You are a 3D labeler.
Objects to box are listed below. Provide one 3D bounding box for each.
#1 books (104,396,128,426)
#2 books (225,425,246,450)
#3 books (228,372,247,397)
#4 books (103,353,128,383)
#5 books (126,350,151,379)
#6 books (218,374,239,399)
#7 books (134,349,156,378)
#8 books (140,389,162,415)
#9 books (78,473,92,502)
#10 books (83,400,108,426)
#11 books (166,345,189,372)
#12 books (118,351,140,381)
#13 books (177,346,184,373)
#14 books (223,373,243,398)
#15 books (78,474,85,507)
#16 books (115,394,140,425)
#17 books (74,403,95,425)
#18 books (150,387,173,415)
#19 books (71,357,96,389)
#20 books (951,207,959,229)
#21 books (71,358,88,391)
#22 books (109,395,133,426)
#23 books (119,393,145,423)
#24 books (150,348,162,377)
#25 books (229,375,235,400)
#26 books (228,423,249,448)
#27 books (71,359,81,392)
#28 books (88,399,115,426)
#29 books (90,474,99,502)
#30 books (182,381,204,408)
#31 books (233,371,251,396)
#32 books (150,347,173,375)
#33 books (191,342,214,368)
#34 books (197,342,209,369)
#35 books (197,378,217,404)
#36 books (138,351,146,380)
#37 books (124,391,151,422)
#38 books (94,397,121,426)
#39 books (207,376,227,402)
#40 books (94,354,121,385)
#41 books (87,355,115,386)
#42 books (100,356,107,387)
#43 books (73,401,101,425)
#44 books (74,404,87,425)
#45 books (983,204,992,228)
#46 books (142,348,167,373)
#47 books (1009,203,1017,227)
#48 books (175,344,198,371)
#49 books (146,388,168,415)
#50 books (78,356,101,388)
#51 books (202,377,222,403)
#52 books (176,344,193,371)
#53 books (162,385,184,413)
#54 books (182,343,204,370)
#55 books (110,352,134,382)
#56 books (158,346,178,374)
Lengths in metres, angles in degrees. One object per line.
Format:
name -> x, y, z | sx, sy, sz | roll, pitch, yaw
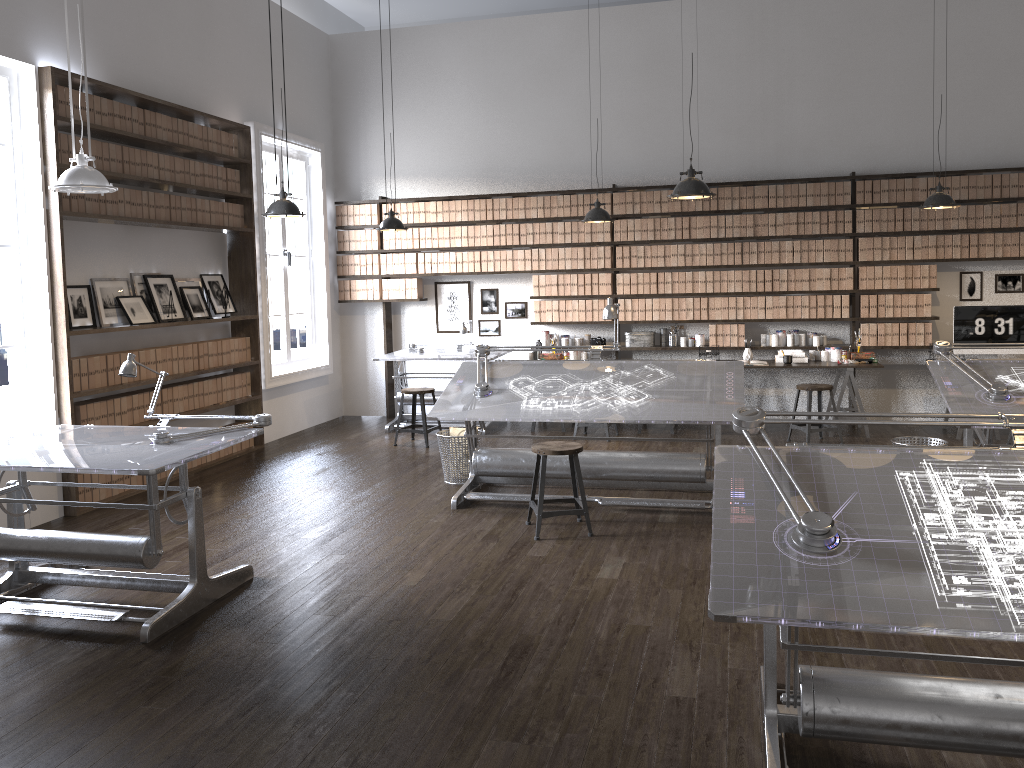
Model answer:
books -> -2.966, 0.206, 6.606 | 0.174, 0.225, 0.067 | 0, 4, 14
books -> -2.561, 0.493, 8.186 | 0.174, 0.225, 0.067 | 0, 4, 14
books -> -2.561, 0.006, 8.222 | 0.174, 0.225, 0.067 | 0, 4, 14
books -> -2.967, -0.117, 6.609 | 0.174, 0.225, 0.067 | 0, 4, 14
books -> -2.902, -0.150, 6.877 | 0.174, 0.225, 0.067 | 0, 4, 14
books -> -2.589, 0.023, 8.087 | 0.174, 0.225, 0.067 | 0, 4, 14
books -> -2.885, -0.158, 6.937 | 0.174, 0.225, 0.067 | 0, 4, 14
books -> -2.869, 0.157, 7.004 | 0.174, 0.225, 0.067 | 0, 4, 14
books -> -3.058, 0.735, 6.234 | 0.174, 0.225, 0.067 | 0, 4, 14
books -> -3.022, 0.232, 6.402 | 0.174, 0.225, 0.067 | 0, 4, 14
books -> -2.778, -0.209, 7.349 | 0.174, 0.225, 0.067 | 0, 4, 14
books -> -2.936, -0.134, 6.747 | 0.174, 0.225, 0.067 | 0, 4, 14
books -> -2.795, -0.200, 7.279 | 0.174, 0.225, 0.067 | 0, 4, 14
books -> -2.578, 0.015, 8.154 | 0.174, 0.225, 0.067 | 0, 4, 14
books -> -3.077, 0.744, 6.167 | 0.174, 0.225, 0.067 | 0, 4, 14
books -> -2.931, 0.191, 6.731 | 0.174, 0.225, 0.067 | 0, 4, 14
books -> -3.049, 0.249, 6.262 | 0.174, 0.225, 0.067 | 0, 4, 14
books -> -2.833, 0.139, 7.148 | 0.174, 0.225, 0.067 | 0, 4, 14
books -> -3.050, -0.075, 6.271 | 0.174, 0.225, 0.067 | 0, 4, 14
books -> 4.185, -1.571, 8.409 | 0.067, 0.225, 0.175 | 0, 5, 14
books -> -3.068, -0.067, 6.201 | 0.174, 0.225, 0.067 | 0, 4, 14
books -> -2.952, 0.199, 6.668 | 0.174, 0.225, 0.067 | 0, 4, 14
books -> -2.921, 0.183, 6.798 | 0.174, 0.225, 0.067 | 0, 4, 14
books -> -2.866, -0.166, 7.007 | 0.174, 0.225, 0.067 | 0, 4, 14
books -> -2.610, 0.031, 8.023 | 0.174, 0.225, 0.067 | 0, 4, 14
books -> -2.548, 0.485, 8.259 | 0.174, 0.225, 0.067 | 0, 4, 14
books -> -3.089, -0.058, 6.132 | 0.174, 0.225, 0.067 | 0, 4, 14
books -> -3.003, 0.223, 6.469 | 0.174, 0.225, 0.067 | 0, 4, 14
books -> -3.037, 0.727, 6.301 | 0.174, 0.225, 0.067 | 0, 4, 14
books -> -2.725, 0.089, 7.548 | 0.174, 0.225, 0.067 | 0, 4, 14
books -> -2.540, -0.002, 8.290 | 0.174, 0.225, 0.067 | 0, 4, 14
books -> -2.837, -0.183, 7.144 | 0.174, 0.225, 0.067 | 0, 4, 14
books -> -2.692, -0.252, 7.697 | 0.174, 0.225, 0.067 | 0, 4, 14
books -> -2.714, -0.243, 7.630 | 0.174, 0.225, 0.067 | 0, 4, 14
books -> -2.679, 0.064, 7.758 | 0.174, 0.225, 0.067 | 0, 4, 14
books -> -2.914, -0.142, 6.811 | 0.174, 0.225, 0.067 | 0, 4, 14
books -> -2.903, 0.174, 6.866 | 0.174, 0.225, 0.067 | 0, 4, 14
books -> -2.982, 0.215, 6.536 | 0.174, 0.225, 0.067 | 0, 4, 14
books -> -2.640, 0.047, 7.892 | 0.174, 0.225, 0.067 | 0, 4, 14
books -> -2.989, -0.109, 6.541 | 0.174, 0.225, 0.067 | 0, 4, 14
books -> -3.002, -0.100, 6.468 | 0.174, 0.225, 0.067 | 0, 4, 14
books -> -3.025, -0.091, 6.397 | 0.174, 0.225, 0.067 | 0, 4, 14
books -> -3.035, 0.240, 6.333 | 0.174, 0.225, 0.067 | 0, 4, 14
books -> -3.067, 0.257, 6.192 | 0.174, 0.225, 0.067 | 0, 4, 14
books -> 4.459, -1.570, 8.340 | 0.067, 0.225, 0.175 | 0, 5, 14
books -> -2.852, -0.175, 7.076 | 0.174, 0.225, 0.067 | 0, 4, 14
books -> 4.660, -1.569, 8.290 | 0.067, 0.225, 0.175 | 0, 5, 14
books -> -2.750, -0.226, 7.486 | 0.174, 0.225, 0.067 | 0, 4, 14
books -> -2.846, 0.148, 7.075 | 0.174, 0.225, 0.067 | 0, 4, 14
books -> -3.039, -0.083, 6.333 | 0.174, 0.225, 0.067 | 0, 4, 14
books -> -2.660, 0.055, 7.825 | 0.174, 0.225, 0.067 | 0, 4, 14
books -> -2.767, -0.217, 7.412 | 0.174, 0.225, 0.067 | 0, 4, 14
books -> -2.796, 0.123, 7.281 | 0.174, 0.225, 0.067 | 0, 4, 14
books -> -2.727, -0.235, 7.556 | 0.174, 0.225, 0.067 | 0, 4, 14
books -> -2.954, -0.126, 6.679 | 0.174, 0.225, 0.067 | 0, 4, 14
books -> -2.816, -0.192, 7.210 | 0.174, 0.225, 0.067 | 0, 4, 14
